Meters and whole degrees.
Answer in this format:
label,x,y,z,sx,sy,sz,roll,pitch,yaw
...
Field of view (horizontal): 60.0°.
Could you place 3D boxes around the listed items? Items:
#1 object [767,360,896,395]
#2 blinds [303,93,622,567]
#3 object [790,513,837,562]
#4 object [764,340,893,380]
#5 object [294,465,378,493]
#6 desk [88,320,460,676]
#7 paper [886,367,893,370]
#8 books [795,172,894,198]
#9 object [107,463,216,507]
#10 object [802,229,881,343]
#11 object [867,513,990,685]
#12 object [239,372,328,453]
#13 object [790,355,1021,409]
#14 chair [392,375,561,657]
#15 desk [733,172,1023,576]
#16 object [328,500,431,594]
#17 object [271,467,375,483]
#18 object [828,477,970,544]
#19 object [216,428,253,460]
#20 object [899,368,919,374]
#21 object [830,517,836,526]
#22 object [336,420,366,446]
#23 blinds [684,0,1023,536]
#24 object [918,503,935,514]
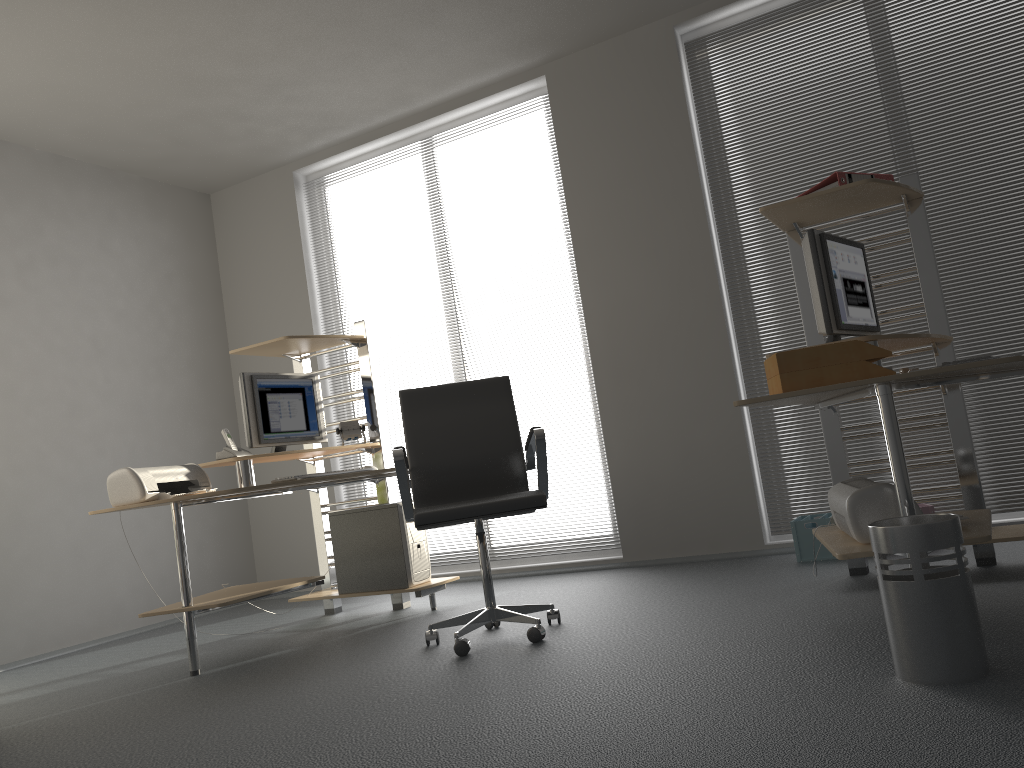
label,x,y,z,sx,sy,sz,roll,pitch,yaw
object,0.919,-0.019,2.576,0.309,0.060,0.225,-9,-6,7
blinds,-0.417,-0.235,5.681,1.950,2.749,0.037,-12,-6,28
object,1.483,0.745,4.298,0.185,0.202,0.245,-12,-6,28
object,0.910,-0.075,2.581,0.309,0.060,0.225,-9,-6,7
object,-0.960,0.508,4.638,0.742,0.088,0.168,-12,-6,30
desk,-1.059,0.422,4.203,0.967,1.566,1.469,-12,-6,28
paper,0.922,-0.007,2.575,0.297,0.019,0.210,-9,-6,7
books,1.286,-0.748,3.476,0.320,0.072,0.262,-5,-6,-30
object,-1.490,0.427,3.913,0.351,0.162,0.438,-11,-6,20
object,1.202,-0.331,3.327,0.516,0.418,0.245,-4,-7,-40
object,1.007,0.518,2.151,0.208,0.377,0.208,-7,-6,-19
object,-1.206,0.161,4.608,0.245,0.418,0.516,-14,-7,42
object,1.299,0.007,3.004,0.814,0.082,0.478,-13,-7,35
chair,-0.143,0.477,3.513,0.584,1.048,0.652,-8,-6,-7
desk,1.368,-0.075,2.909,0.967,1.566,1.469,-12,-6,28
object,-0.678,0.841,4.589,0.471,0.422,0.199,-12,-6,28
object,-1.095,0.501,4.323,0.814,0.082,0.478,-13,-7,35
object,1.161,0.358,2.666,0.351,0.162,0.438,-10,-6,12
object,-1.341,0.283,4.258,0.119,0.151,0.150,-10,-6,14
object,1.516,-0.035,3.368,0.054,0.064,0.159,-8,-6,-5
object,1.644,0.712,4.212,0.185,0.202,0.245,-12,-6,28
object,-0.860,0.264,4.742,0.154,0.135,0.093,-6,-6,-25
blinds,2.017,-0.732,4.385,1.950,2.770,0.022,-12,-6,28
object,1.852,0.673,4.131,0.185,0.202,0.245,-10,-6,10
